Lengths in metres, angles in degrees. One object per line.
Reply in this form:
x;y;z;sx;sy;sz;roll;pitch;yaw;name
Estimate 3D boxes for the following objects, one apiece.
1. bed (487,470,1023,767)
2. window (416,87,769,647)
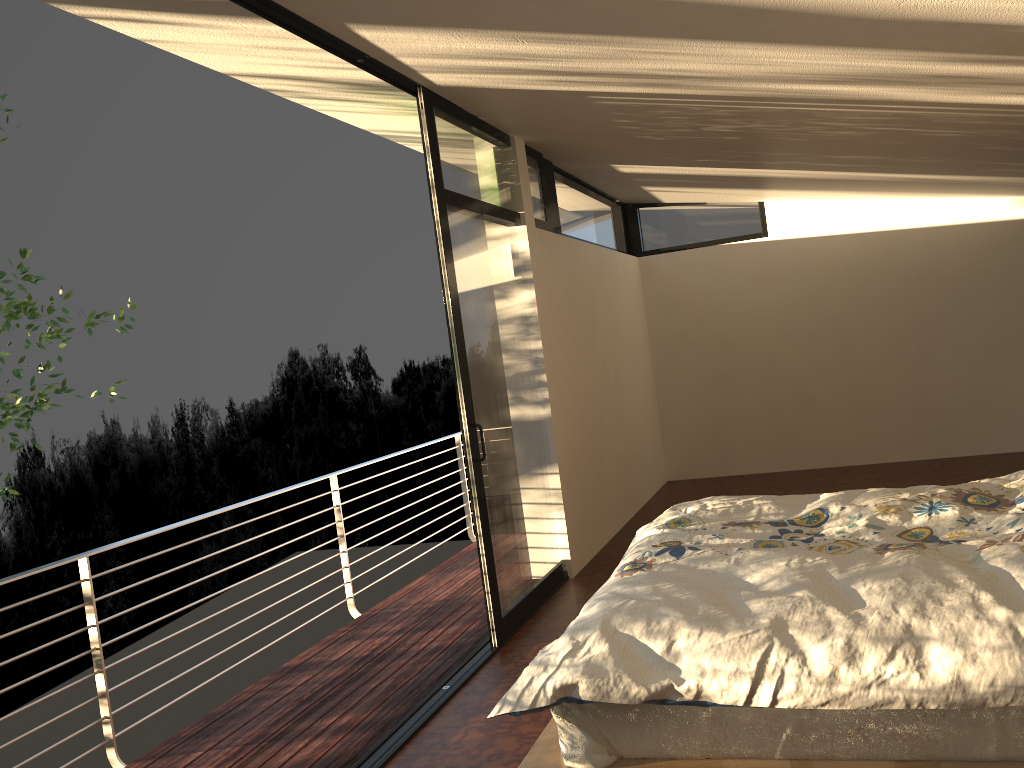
1.252;0.678;2.690;2.109;0.712;1.867;-7;2;18;bed
2.530;-0.378;2.082;6.704;2.513;10.529;-7;2;19;window
